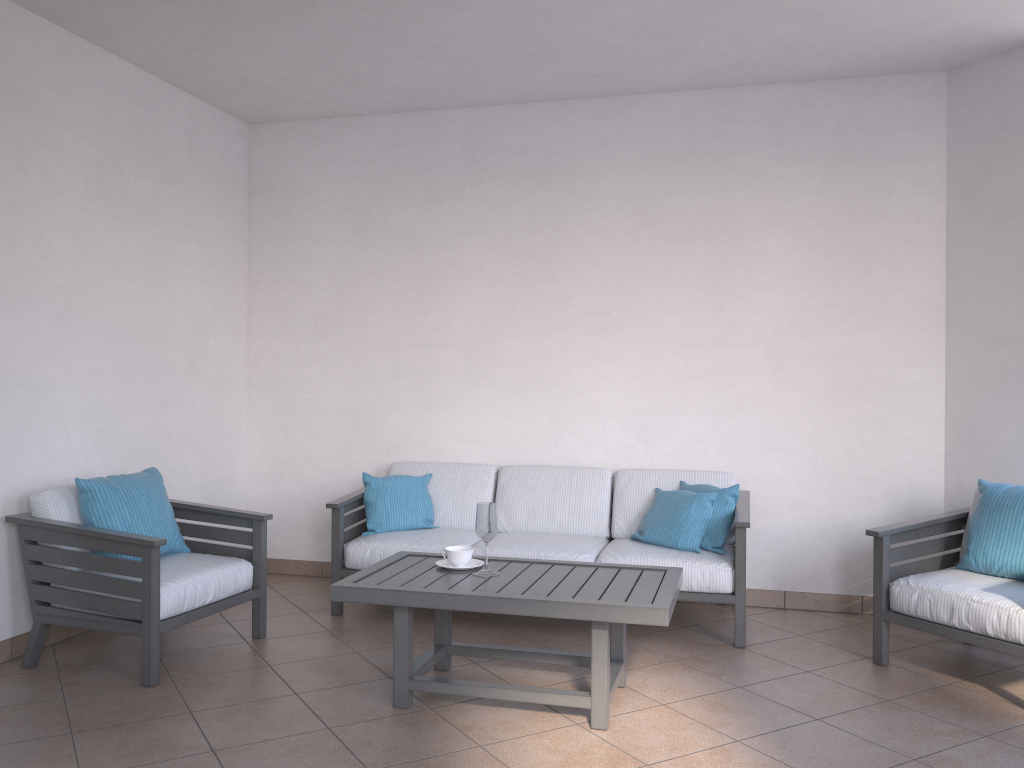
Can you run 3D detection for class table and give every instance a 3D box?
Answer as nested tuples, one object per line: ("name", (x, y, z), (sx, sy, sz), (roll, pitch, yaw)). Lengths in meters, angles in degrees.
("table", (0.012, 0.997, 3.516), (1.260, 0.473, 0.710), (0, 0, 15))

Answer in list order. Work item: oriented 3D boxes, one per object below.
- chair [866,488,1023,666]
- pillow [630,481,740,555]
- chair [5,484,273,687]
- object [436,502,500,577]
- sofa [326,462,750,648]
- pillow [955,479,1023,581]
("chair", (2.119, 0.863, 3.802), (0.807, 0.765, 0.797), (0, 0, -30))
("pillow", (0.890, 0.686, 4.559), (0.377, 0.370, 0.543), (0, 0, -35))
("chair", (-1.673, 0.840, 4.060), (0.807, 0.765, 0.797), (0, 0, 20))
("object", (-0.190, 0.622, 3.654), (0.203, 0.284, 0.337), (0, 0, -25))
("sofa", (0.165, 0.849, 4.788), (2.161, 0.765, 0.807), (0, 0, 15))
("pillow", (2.209, 0.644, 3.847), (0.316, 0.426, 0.510), (0, 0, -33))
